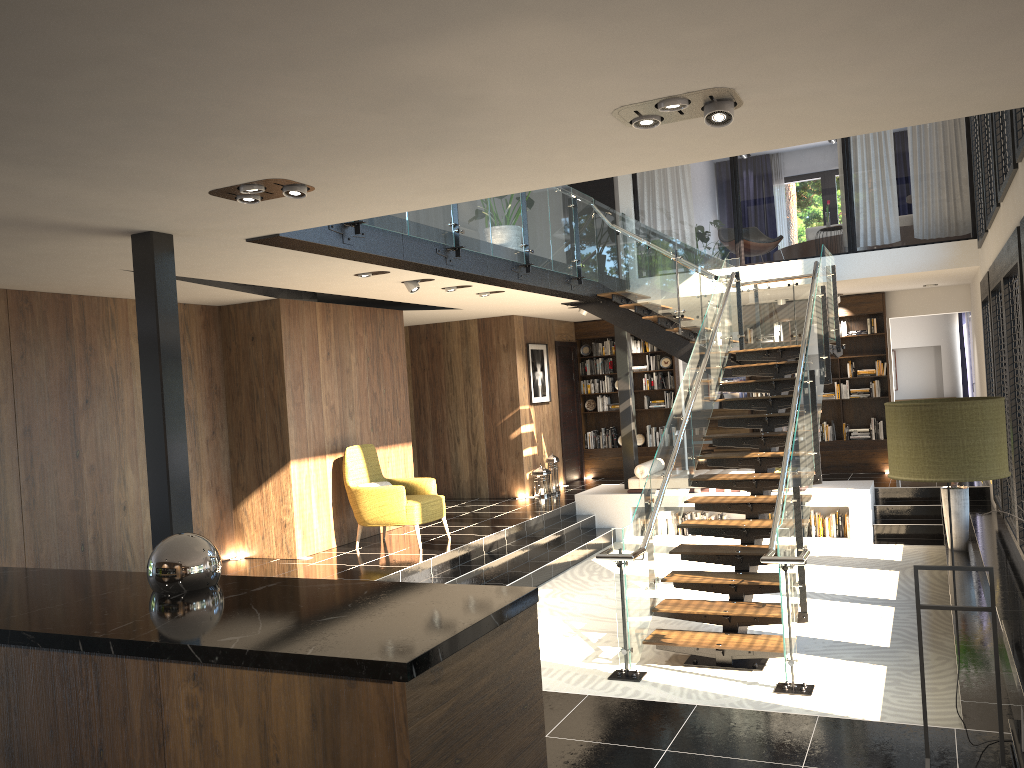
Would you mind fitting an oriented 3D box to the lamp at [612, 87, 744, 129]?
[{"bbox_3d":[0.672,-1.158,3.609,0.502,0.231,0.349,-4,0,25],"label":"lamp"}]

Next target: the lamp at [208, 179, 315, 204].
[{"bbox_3d":[-1.280,-1.041,4.526,0.502,0.195,0.349,-4,0,25],"label":"lamp"}]

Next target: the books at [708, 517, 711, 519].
[{"bbox_3d":[2.609,1.868,11.637,0.028,0.233,0.205,-4,0,25],"label":"books"}]

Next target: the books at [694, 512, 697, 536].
[{"bbox_3d":[2.445,1.852,11.742,0.025,0.287,0.169,-4,0,25],"label":"books"}]

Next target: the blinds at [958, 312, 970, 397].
[{"bbox_3d":[7.776,-0.128,15.242,0.161,2.770,1.080,-4,0,24],"label":"blinds"}]

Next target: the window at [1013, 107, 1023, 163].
[{"bbox_3d":[3.059,-2.665,5.043,0.358,2.475,1.392,-4,0,25],"label":"window"}]

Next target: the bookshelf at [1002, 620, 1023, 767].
[{"bbox_3d":[1.966,1.246,3.074,0.356,0.500,1.303,-4,0,25],"label":"bookshelf"}]

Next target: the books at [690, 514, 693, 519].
[{"bbox_3d":[2.404,1.863,11.772,0.029,0.271,0.128,-4,0,25],"label":"books"}]

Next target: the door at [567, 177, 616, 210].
[{"bbox_3d":[1.343,-2.575,15.077,0.931,2.347,0.104,-4,0,25],"label":"door"}]

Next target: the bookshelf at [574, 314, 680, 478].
[{"bbox_3d":[1.980,0.228,14.983,1.704,2.683,0.273,-4,0,25],"label":"bookshelf"}]

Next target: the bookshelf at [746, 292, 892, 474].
[{"bbox_3d":[4.714,0.039,13.697,2.091,2.683,0.273,-4,0,25],"label":"bookshelf"}]

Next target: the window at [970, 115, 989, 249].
[{"bbox_3d":[5.082,-2.768,9.368,0.358,2.475,1.392,-4,0,25],"label":"window"}]

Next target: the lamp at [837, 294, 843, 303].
[{"bbox_3d":[4.811,-1.323,13.171,0.195,0.277,0.346,-4,0,25],"label":"lamp"}]

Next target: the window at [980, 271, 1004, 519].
[{"bbox_3d":[5.269,0.084,9.387,0.358,2.475,1.392,-4,0,25],"label":"window"}]

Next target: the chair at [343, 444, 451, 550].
[{"bbox_3d":[-1.280,1.199,9.696,1.031,1.097,0.807,-4,0,24],"label":"chair"}]

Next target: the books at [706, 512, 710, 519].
[{"bbox_3d":[2.596,1.839,11.691,0.036,0.293,0.128,-4,0,25],"label":"books"}]

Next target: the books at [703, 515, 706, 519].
[{"bbox_3d":[2.563,1.862,11.696,0.034,0.252,0.151,-4,0,25],"label":"books"}]

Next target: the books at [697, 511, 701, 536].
[{"bbox_3d":[2.488,1.840,11.714,0.026,0.305,0.187,-4,0,25],"label":"books"}]

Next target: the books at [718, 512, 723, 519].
[{"bbox_3d":[2.742,1.833,11.620,0.031,0.284,0.176,-4,0,25],"label":"books"}]

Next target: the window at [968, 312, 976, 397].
[{"bbox_3d":[7.562,-0.031,14.352,0.184,2.476,2.980,-4,0,25],"label":"window"}]

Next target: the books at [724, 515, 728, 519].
[{"bbox_3d":[2.802,1.842,11.582,0.020,0.257,0.154,-4,0,25],"label":"books"}]

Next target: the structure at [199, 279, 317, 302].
[{"bbox_3d":[-4.682,0.461,8.746,1.964,3.018,6.660,-4,0,25],"label":"structure"}]

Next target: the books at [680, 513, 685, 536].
[{"bbox_3d":[2.271,1.866,11.811,0.028,0.282,0.172,-4,0,25],"label":"books"}]

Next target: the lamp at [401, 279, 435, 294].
[{"bbox_3d":[-0.898,-0.995,8.471,0.346,0.247,0.195,-4,0,25],"label":"lamp"}]

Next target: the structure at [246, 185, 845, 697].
[{"bbox_3d":[1.184,0.094,8.504,3.448,4.869,7.277,-4,0,24],"label":"structure"}]

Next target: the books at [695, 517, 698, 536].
[{"bbox_3d":[2.459,1.871,11.710,0.027,0.246,0.193,-4,0,25],"label":"books"}]

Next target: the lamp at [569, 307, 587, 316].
[{"bbox_3d":[0.946,-1.081,12.405,0.346,0.262,0.195,-4,0,25],"label":"lamp"}]

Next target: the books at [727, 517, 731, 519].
[{"bbox_3d":[2.826,1.860,11.572,0.030,0.218,0.186,-4,0,25],"label":"books"}]

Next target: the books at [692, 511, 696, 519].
[{"bbox_3d":[2.426,1.843,11.760,0.023,0.308,0.126,-4,0,25],"label":"books"}]

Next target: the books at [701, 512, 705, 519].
[{"bbox_3d":[2.529,1.843,11.694,0.023,0.293,0.157,-4,0,25],"label":"books"}]

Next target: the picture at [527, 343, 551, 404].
[{"bbox_3d":[0.422,-0.166,13.664,0.028,0.911,0.748,-4,0,25],"label":"picture"}]

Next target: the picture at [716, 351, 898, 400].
[{"bbox_3d":[5.587,-0.143,17.322,3.544,0.748,0.035,-4,0,25],"label":"picture"}]

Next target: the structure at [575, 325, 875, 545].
[{"bbox_3d":[2.753,0.422,11.966,3.783,3.245,1.148,-4,0,25],"label":"structure"}]

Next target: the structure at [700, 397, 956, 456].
[{"bbox_3d":[5.199,0.904,17.332,6.278,0.982,0.885,-4,0,25],"label":"structure"}]

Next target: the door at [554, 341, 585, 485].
[{"bbox_3d":[0.940,0.469,14.796,0.104,2.347,0.930,-4,0,25],"label":"door"}]

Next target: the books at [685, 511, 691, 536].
[{"bbox_3d":[2.340,1.853,11.768,0.033,0.299,0.195,-4,0,25],"label":"books"}]

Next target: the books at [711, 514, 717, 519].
[{"bbox_3d":[2.647,1.852,11.628,0.050,0.258,0.215,-4,0,25],"label":"books"}]

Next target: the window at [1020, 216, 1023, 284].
[{"bbox_3d":[3.246,0.184,5.062,0.358,2.475,1.392,-4,0,25],"label":"window"}]

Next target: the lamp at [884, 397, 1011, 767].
[{"bbox_3d":[1.823,0.780,3.564,0.637,1.445,0.437,-4,0,-39],"label":"lamp"}]

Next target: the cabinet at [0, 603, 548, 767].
[{"bbox_3d":[-1.655,1.230,2.947,3.565,0.994,0.698,-4,0,25],"label":"cabinet"}]

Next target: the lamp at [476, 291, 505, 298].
[{"bbox_3d":[-0.244,-1.064,9.874,0.346,0.177,0.195,-4,0,25],"label":"lamp"}]

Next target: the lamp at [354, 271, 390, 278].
[{"bbox_3d":[-1.230,-1.023,7.768,0.346,0.158,0.195,-4,0,25],"label":"lamp"}]

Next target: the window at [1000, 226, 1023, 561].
[{"bbox_3d":[3.943,0.149,6.552,0.358,2.475,1.498,-4,0,25],"label":"window"}]

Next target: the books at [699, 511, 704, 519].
[{"bbox_3d":[2.507,1.838,11.700,0.020,0.305,0.172,-4,0,25],"label":"books"}]

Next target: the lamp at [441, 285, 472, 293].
[{"bbox_3d":[-0.573,-1.047,9.172,0.346,0.177,0.195,-4,0,25],"label":"lamp"}]

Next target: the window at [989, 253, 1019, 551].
[{"bbox_3d":[4.576,0.117,7.906,0.358,2.475,1.498,-4,0,25],"label":"window"}]

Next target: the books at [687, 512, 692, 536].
[{"bbox_3d":[2.372,1.854,11.767,0.025,0.293,0.205,-4,0,25],"label":"books"}]

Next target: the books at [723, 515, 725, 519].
[{"bbox_3d":[2.784,1.847,11.619,0.045,0.251,0.142,-4,0,25],"label":"books"}]

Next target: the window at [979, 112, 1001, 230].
[{"bbox_3d":[4.406,-2.733,7.923,0.358,2.475,1.392,-4,0,25],"label":"window"}]

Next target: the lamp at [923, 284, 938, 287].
[{"bbox_3d":[5.956,-1.462,12.630,0.195,0.158,0.346,-4,0,25],"label":"lamp"}]

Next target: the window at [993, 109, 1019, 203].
[{"bbox_3d":[3.730,-2.699,6.478,0.358,2.475,1.392,-4,0,25],"label":"window"}]

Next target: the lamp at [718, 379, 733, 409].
[{"bbox_3d":[4.187,0.142,17.708,0.470,0.725,0.470,-4,0,17],"label":"lamp"}]

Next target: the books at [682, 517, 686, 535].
[{"bbox_3d":[2.314,1.888,11.806,0.050,0.234,0.149,-4,0,25],"label":"books"}]
